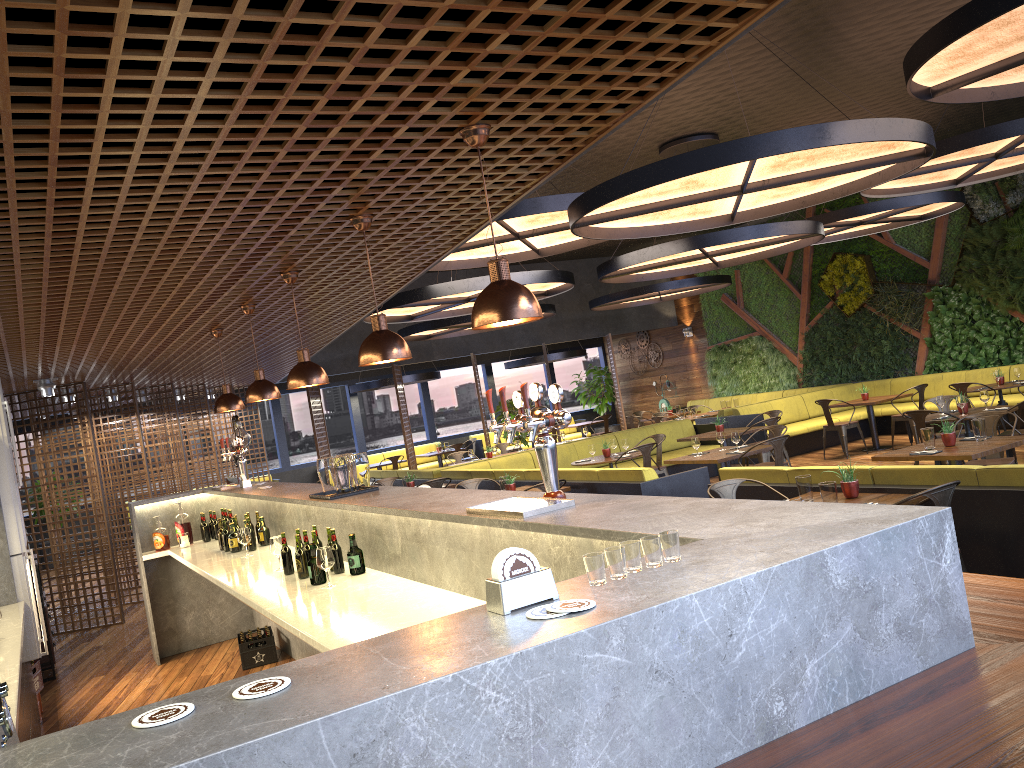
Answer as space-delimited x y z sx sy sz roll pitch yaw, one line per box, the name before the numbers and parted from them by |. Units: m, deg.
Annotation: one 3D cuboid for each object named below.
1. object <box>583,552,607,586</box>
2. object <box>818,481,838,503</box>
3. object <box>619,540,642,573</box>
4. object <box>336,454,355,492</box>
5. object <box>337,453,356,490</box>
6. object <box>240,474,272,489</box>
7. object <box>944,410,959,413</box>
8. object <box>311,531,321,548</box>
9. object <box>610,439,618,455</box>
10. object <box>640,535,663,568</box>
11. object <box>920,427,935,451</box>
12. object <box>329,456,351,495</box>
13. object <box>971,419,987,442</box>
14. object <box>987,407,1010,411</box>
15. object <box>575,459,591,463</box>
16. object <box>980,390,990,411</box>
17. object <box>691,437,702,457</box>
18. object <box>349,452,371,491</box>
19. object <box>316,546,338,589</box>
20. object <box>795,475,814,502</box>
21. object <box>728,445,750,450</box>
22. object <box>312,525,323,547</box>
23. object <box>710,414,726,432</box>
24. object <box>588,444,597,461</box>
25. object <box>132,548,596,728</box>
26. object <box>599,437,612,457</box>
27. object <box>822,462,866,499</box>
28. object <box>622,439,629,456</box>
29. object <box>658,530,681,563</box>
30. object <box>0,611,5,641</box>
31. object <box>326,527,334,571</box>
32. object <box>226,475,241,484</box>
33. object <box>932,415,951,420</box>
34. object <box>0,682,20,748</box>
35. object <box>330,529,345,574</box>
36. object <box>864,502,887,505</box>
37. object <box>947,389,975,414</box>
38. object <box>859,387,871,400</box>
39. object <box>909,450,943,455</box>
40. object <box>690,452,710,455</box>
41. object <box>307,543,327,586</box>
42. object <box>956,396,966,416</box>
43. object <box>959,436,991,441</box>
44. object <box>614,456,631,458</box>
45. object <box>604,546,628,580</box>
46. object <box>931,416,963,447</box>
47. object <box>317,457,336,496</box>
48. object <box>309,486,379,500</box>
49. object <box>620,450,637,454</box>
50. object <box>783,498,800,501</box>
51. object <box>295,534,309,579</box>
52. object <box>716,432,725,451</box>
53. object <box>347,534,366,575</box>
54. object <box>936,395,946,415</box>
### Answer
object | 0.163 0.362 1.731 0.042 0.059 0.042 -9 -1 -31
object | 1.912 0.683 5.338 0.102 0.178 0.102 -10 0 7
object | 0.242 0.349 1.792 0.042 0.059 0.042 -9 -1 -31
object | -0.917 0.497 4.877 0.105 0.209 0.105 -10 0 6
object | -0.932 0.500 5.015 0.105 0.209 0.105 -10 0 6
object | -1.950 0.742 6.903 0.200 0.106 0.766 -9 -1 -29
object | 4.899 0.300 9.844 0.157 0.019 0.255 -10 -1 14
object | -1.131 0.976 5.137 0.063 0.254 0.063 -10 0 -1
object | 1.338 0.825 11.626 0.097 0.206 0.097 -10 -1 10
object | 0.286 0.341 1.805 0.042 0.059 0.042 -9 -1 -31
object | 3.387 0.449 7.211 0.102 0.178 0.102 -10 -1 27
object | -0.917 0.495 4.754 0.105 0.209 0.105 -10 0 6
object | 3.806 0.378 7.217 0.102 0.178 0.102 -9 -1 -23
object | 5.076 0.265 9.301 0.255 0.019 0.157 -10 -1 39
object | 0.935 0.986 11.415 0.255 0.019 0.157 -10 0 3
object | 5.056 0.175 9.476 0.097 0.206 0.097 -10 -1 13
object | 2.025 0.691 9.743 0.097 0.206 0.097 -9 -1 -37
object | -0.818 0.479 4.795 0.105 0.209 0.105 -10 0 6
object | -0.986 0.972 4.714 0.097 0.206 0.097 -10 0 3
object | 1.907 0.688 5.763 0.102 0.178 0.102 -9 -1 -43
object | 2.514 0.705 9.846 0.255 0.019 0.157 -9 -1 -28
object | -1.190 0.989 5.422 0.063 0.254 0.063 -9 -1 -27
object | 2.858 0.536 12.198 0.260 0.271 0.238 -10 0 6
object | 1.024 0.875 11.277 0.097 0.206 0.097 -10 -1 13
object | -0.222 0.401 1.468 0.766 0.106 0.200 -9 -1 -29
object | 1.204 0.810 11.438 0.238 0.271 0.260 -10 -1 -7
object | 2.166 0.596 5.714 0.238 0.271 0.260 -9 -1 -24
object | 1.444 0.803 11.257 0.097 0.206 0.097 -10 0 -4
object | 0.327 0.335 1.827 0.042 0.059 0.042 -9 -1 -31
object | -2.791 1.279 4.763 0.097 0.206 0.097 -10 -1 30
object | -1.052 0.963 5.181 0.063 0.254 0.063 -10 0 -1
object | -2.452 0.843 7.876 0.177 0.091 0.091 -10 -1 36
object | 4.584 0.349 9.382 0.255 0.019 0.157 -9 -1 -30
object | -0.922 0.759 1.459 0.550 0.569 0.355 -9 -1 -29
object | -1.005 0.955 5.069 0.063 0.254 0.063 -9 -1 -22
object | 2.087 0.734 5.278 0.255 0.019 0.157 -9 -1 -29
object | 4.811 0.181 9.512 0.260 0.271 0.238 -10 -1 10
object | 5.402 0.117 13.627 0.260 0.271 0.238 -10 -1 10
object | 3.288 0.546 7.089 0.157 0.019 0.255 -9 -1 -29
object | 2.102 0.775 9.905 0.157 0.019 0.255 -9 -1 -28
object | -1.069 0.978 4.831 0.088 0.224 0.088 -10 0 1
object | 4.730 0.229 9.327 0.097 0.206 0.097 -10 -1 33
object | 3.878 0.448 7.380 0.157 0.019 0.255 -9 -1 -29
object | 1.382 0.908 11.101 0.157 0.019 0.255 -9 -1 -22
object | 0.207 0.354 1.754 0.042 0.059 0.042 -9 -1 -31
object | 3.551 0.375 7.245 0.238 0.271 0.260 -10 -1 10
object | -1.028 0.516 4.953 0.105 0.209 0.105 -10 0 6
object | -0.927 0.595 4.867 0.273 0.019 0.437 -9 -1 -29
object | 1.512 0.890 11.558 0.255 0.019 0.157 -9 -1 -26
object | 1.801 0.788 5.876 0.255 0.019 0.157 -9 -1 -29
object | -1.215 0.990 5.095 0.063 0.254 0.063 -9 -1 -26
object | 2.338 0.640 9.909 0.097 0.206 0.097 -9 -1 -28
object | -0.874 0.946 4.936 0.088 0.224 0.088 -10 -1 26
object | 4.730 0.233 9.766 0.097 0.206 0.097 -9 -1 -22
